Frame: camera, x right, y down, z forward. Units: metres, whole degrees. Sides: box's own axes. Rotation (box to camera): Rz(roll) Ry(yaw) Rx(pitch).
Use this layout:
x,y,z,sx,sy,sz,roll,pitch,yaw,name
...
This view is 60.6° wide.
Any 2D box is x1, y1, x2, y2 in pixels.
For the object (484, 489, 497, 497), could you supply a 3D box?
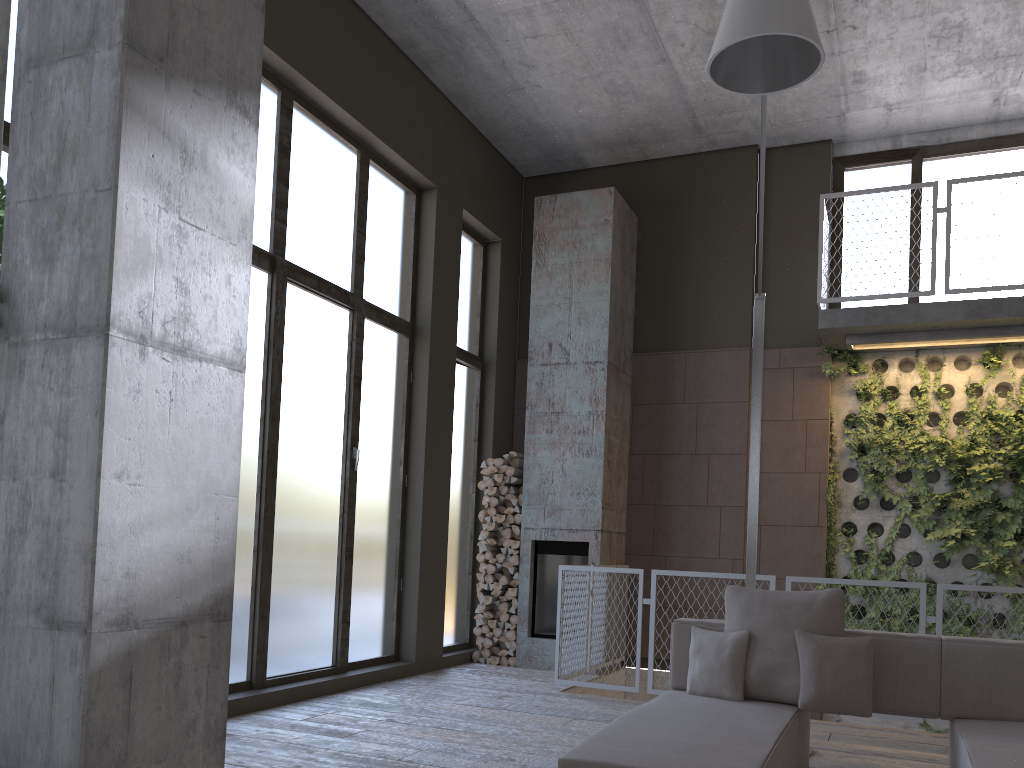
x,y,z,sx,sy,sz,roll,pitch,yaw,name
-0.168,1.089,8.712,0.067,0.066,0.429,0,-11,23,object

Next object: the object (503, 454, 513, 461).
x,y,z,sx,sy,sz,roll,pitch,yaw,name
0.005,0.749,8.677,0.065,0.072,0.365,0,-10,22,object

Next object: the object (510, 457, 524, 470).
x,y,z,sx,sy,sz,roll,pitch,yaw,name
0.084,0.797,8.702,0.099,0.106,0.298,0,-10,24,object

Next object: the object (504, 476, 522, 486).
x,y,z,sx,sy,sz,roll,pitch,yaw,name
0.029,0.962,8.642,0.067,0.065,0.429,0,-11,23,object

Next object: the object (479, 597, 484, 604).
x,y,z,sx,sy,sz,roll,pitch,yaw,name
-0.211,2.138,8.672,0.067,0.066,0.429,0,-11,23,object

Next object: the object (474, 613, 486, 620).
x,y,z,sx,sy,sz,roll,pitch,yaw,name
-0.247,2.301,8.708,0.122,0.067,0.369,-1,-11,22,object

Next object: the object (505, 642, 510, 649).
x,y,z,sx,sy,sz,roll,pitch,yaw,name
0.036,2.547,8.582,0.066,0.084,0.432,0,-10,21,object

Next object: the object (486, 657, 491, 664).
x,y,z,sx,sy,sz,roll,pitch,yaw,name
-0.143,2.716,8.656,0.067,0.066,0.429,0,-11,23,object

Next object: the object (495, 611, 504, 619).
x,y,z,sx,sy,sz,roll,pitch,yaw,name
-0.044,2.275,8.673,0.101,0.085,0.368,-1,-11,24,object

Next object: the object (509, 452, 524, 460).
x,y,z,sx,sy,sz,roll,pitch,yaw,name
0.074,0.715,8.678,0.087,0.055,0.337,-1,-11,23,object

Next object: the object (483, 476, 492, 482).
x,y,z,sx,sy,sz,roll,pitch,yaw,name
-0.175,0.963,8.736,0.066,0.085,0.432,0,-10,21,object

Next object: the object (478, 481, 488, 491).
x,y,z,sx,sy,sz,roll,pitch,yaw,name
-0.208,1.027,8.729,0.091,0.091,0.444,0,-11,23,object

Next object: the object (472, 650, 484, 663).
x,y,z,sx,sy,sz,roll,pitch,yaw,name
-0.289,2.685,8.682,0.064,0.123,0.369,1,-10,22,object

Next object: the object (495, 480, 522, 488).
x,y,z,sx,sy,sz,roll,pitch,yaw,name
-0.026,1.006,8.678,0.115,0.078,0.442,-1,-11,23,object

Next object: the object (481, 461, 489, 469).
x,y,z,sx,sy,sz,roll,pitch,yaw,name
-0.194,0.820,8.736,0.067,0.068,0.430,0,-11,23,object

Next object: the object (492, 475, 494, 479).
x,y,z,sx,sy,sz,roll,pitch,yaw,name
-0.086,0.947,8.790,0.071,0.070,0.429,0,-11,23,object

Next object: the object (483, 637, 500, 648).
x,y,z,sx,sy,sz,roll,pitch,yaw,name
-0.175,2.526,8.606,0.098,0.105,0.298,0,-10,25,object

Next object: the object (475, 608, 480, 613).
x,y,z,sx,sy,sz,roll,pitch,yaw,name
-0.243,2.239,8.739,0.067,0.070,0.430,0,-11,25,object

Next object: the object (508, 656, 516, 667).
x,y,z,sx,sy,sz,roll,pitch,yaw,name
0.089,2.691,8.569,0.091,0.091,0.444,0,-11,23,object

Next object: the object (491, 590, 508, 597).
x,y,z,sx,sy,sz,roll,pitch,yaw,name
-0.068,2.055,8.638,0.115,0.078,0.442,-1,-11,23,object

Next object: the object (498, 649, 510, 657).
x,y,z,sx,sy,sz,roll,pitch,yaw,name
0.000,2.633,8.622,0.115,0.078,0.442,-1,-11,23,object

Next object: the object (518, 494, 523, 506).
x,y,z,sx,sy,sz,roll,pitch,yaw,name
0.160,1.149,8.614,0.063,0.124,0.370,1,-10,22,object

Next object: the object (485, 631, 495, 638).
x,y,z,sx,sy,sz,roll,pitch,yaw,name
-0.155,2.457,8.634,0.089,0.056,0.337,-1,-11,23,object

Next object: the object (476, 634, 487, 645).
x,y,z,sx,sy,sz,roll,pitch,yaw,name
-0.244,2.529,8.685,0.101,0.101,0.297,-1,-10,25,object

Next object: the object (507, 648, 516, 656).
x,y,z,sx,sy,sz,roll,pitch,yaw,name
0.064,2.602,8.574,0.071,0.071,0.429,0,-11,23,object

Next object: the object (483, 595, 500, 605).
x,y,z,sx,sy,sz,roll,pitch,yaw,name
-0.142,2.125,8.640,0.093,0.082,0.487,0,-11,23,object

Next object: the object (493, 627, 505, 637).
x,y,z,sx,sy,sz,roll,pitch,yaw,name
-0.057,2.427,8.615,0.091,0.088,0.462,0,-11,22,object

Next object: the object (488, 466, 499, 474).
x,y,z,sx,sy,sz,roll,pitch,yaw,name
-0.103,0.872,8.681,0.113,0.079,0.442,-1,-11,23,object

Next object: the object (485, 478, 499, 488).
x,y,z,sx,sy,sz,roll,pitch,yaw,name
-0.129,0.999,8.691,0.091,0.088,0.462,0,-11,23,object

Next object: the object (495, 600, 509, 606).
x,y,z,sx,sy,sz,roll,pitch,yaw,name
-0.067,2.148,8.641,0.064,0.073,0.365,0,-10,25,object

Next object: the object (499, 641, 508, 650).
x,y,z,sx,sy,sz,roll,pitch,yaw,name
-0.019,2.573,8.682,0.104,0.101,0.296,0,-10,23,object

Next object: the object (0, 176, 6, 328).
x,y,z,sx,sy,sz,roll,pitch,yaw,name
-1.658,0.256,2.616,1.001,1.844,0.977,3,-4,-10,object

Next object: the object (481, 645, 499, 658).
x,y,z,sx,sy,sz,roll,pitch,yaw,name
-0.171,2.639,8.680,0.092,0.092,0.444,0,-11,23,object

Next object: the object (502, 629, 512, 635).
x,y,z,sx,sy,sz,roll,pitch,yaw,name
0.019,2.420,8.614,0.067,0.070,0.430,0,-11,23,object

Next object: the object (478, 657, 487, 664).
x,y,z,sx,sy,sz,roll,pitch,yaw,name
-0.217,2.717,8.688,0.067,0.066,0.429,0,-11,23,object

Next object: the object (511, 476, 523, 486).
x,y,z,sx,sy,sz,roll,pitch,yaw,name
0.103,0.958,8.610,0.066,0.066,0.429,0,-11,23,object

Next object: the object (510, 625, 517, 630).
x,y,z,sx,sy,sz,roll,pitch,yaw,name
0.052,2.340,8.472,0.063,0.047,0.254,-1,-11,22,object

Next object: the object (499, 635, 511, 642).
x,y,z,sx,sy,sz,roll,pitch,yaw,name
0.001,2.481,8.588,0.122,0.067,0.369,-2,-11,25,object

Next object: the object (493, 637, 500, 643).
x,y,z,sx,sy,sz,roll,pitch,yaw,name
-0.091,2.499,8.632,0.064,0.073,0.365,0,-10,22,object

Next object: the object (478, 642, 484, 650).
x,y,z,sx,sy,sz,roll,pitch,yaw,name
-0.263,2.560,8.599,0.045,0.072,0.255,0,-10,23,object

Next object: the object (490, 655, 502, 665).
x,y,z,sx,sy,sz,roll,pitch,yaw,name
-0.074,2.703,8.624,0.093,0.082,0.487,0,-11,23,object

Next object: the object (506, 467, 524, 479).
x,y,z,sx,sy,sz,roll,pitch,yaw,name
0.066,0.880,8.623,0.093,0.092,0.444,0,-11,23,object

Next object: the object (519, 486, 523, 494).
x,y,z,sx,sy,sz,roll,pitch,yaw,name
0.176,1.060,8.690,0.100,0.101,0.297,-1,-10,25,object

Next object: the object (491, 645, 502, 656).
x,y,z,sx,sy,sz,roll,pitch,yaw,name
-0.088,2.626,8.673,0.101,0.085,0.368,-1,-11,23,object

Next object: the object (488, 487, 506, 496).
x,y,z,sx,sy,sz,roll,pitch,yaw,name
-0.099,1.076,8.680,0.093,0.082,0.487,0,-11,23,object

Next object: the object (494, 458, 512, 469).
x,y,z,sx,sy,sz,roll,pitch,yaw,name
-0.074,0.795,8.624,0.104,0.101,0.296,0,-10,23,object

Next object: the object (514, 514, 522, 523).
x,y,z,sx,sy,sz,roll,pitch,yaw,name
0.147,1.331,8.620,0.091,0.091,0.444,0,-11,23,object

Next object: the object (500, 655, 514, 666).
x,y,z,sx,sy,sz,roll,pitch,yaw,name
0.011,2.703,8.607,0.091,0.088,0.462,0,-11,23,object

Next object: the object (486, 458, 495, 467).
x,y,z,sx,sy,sz,roll,pitch,yaw,name
-0.124,0.808,8.738,0.091,0.089,0.462,0,-11,22,object
